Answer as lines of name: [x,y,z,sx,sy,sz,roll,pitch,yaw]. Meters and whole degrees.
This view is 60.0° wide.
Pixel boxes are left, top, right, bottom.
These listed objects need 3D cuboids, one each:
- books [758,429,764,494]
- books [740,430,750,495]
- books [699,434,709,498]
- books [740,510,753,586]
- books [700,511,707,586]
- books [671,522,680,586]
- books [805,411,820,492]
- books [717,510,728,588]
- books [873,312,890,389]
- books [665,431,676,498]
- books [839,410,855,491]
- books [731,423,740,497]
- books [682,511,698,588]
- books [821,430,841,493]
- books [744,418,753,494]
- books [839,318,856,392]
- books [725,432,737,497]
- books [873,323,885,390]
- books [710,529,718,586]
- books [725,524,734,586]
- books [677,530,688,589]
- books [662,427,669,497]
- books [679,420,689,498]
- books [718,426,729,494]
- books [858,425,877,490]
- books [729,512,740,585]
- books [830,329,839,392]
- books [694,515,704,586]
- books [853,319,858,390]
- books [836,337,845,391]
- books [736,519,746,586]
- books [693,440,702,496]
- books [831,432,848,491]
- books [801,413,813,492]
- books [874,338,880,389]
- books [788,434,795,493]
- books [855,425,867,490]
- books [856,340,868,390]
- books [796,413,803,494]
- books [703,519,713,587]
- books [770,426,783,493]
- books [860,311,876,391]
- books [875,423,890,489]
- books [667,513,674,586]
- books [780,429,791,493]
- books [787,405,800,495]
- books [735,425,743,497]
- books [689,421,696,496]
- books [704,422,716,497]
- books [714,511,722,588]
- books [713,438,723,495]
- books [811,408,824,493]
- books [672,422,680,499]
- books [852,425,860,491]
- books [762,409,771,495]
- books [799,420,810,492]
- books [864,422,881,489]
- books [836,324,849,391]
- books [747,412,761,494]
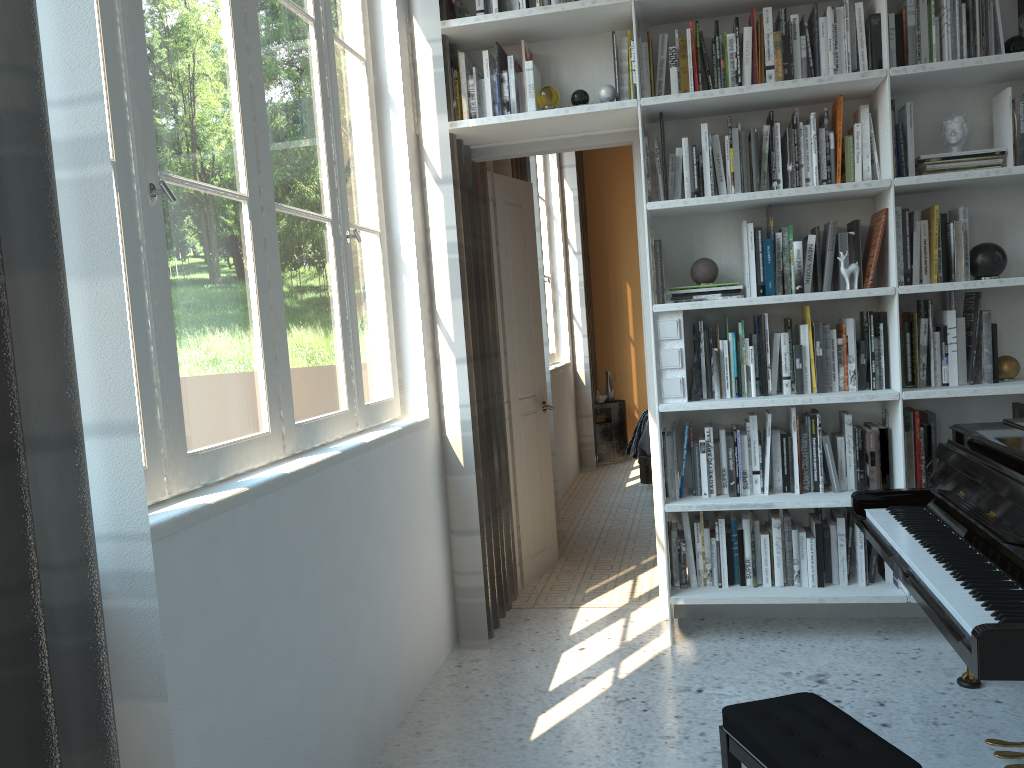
books: [0.953,0.294,3.414,0.012,0.233,0.148,-3,4,12]
books: [0.892,0.300,3.412,0.028,0.229,0.157,-3,4,12]
books: [0.742,0.314,3.435,0.022,0.221,0.187,-3,4,12]
books: [0.912,0.635,3.449,0.027,0.257,0.160,-3,4,12]
books: [0.749,0.614,3.476,0.011,0.319,0.157,-3,4,12]
books: [0.649,0.670,3.509,0.023,0.216,0.158,-3,4,12]
books: [1.140,0.255,3.365,0.022,0.291,0.137,-3,4,12]
books: [0.820,0.637,3.452,0.023,0.266,0.177,-3,4,12]
books: [1.372,-0.128,3.295,0.024,0.280,0.135,-3,4,12]
books: [0.623,0.311,3.467,0.029,0.239,0.154,-3,4,12]
books: [1.263,0.248,3.346,0.025,0.288,0.130,-3,4,12]
books: [0.860,0.289,3.409,0.013,0.257,0.189,-3,4,12]
books: [0.698,0.629,3.484,0.044,0.294,0.181,-3,4,12]
books: [1.194,0.289,3.354,0.059,0.216,0.177,-3,4,12]
books: [0.914,0.276,3.425,0.013,0.274,0.145,-3,4,12]
books: [1.246,-0.111,3.294,0.021,0.266,0.185,-3,4,12]
books: [0.840,0.307,3.412,0.028,0.223,0.188,-3,4,12]
books: [1.352,-0.105,3.279,0.010,0.240,0.174,-3,4,12]
books: [0.791,0.677,3.475,0.022,0.186,0.145,-3,4,12]
books: [0.847,0.664,3.465,0.022,0.206,0.158,-3,4,12]
books: [0.670,0.684,3.479,0.029,0.190,0.176,-3,4,12]
books: [0.605,0.304,3.485,0.012,0.254,0.160,-3,4,12]
books: [0.670,0.287,3.448,0.052,0.284,0.172,-3,4,12]
books: [0.822,0.294,3.449,0.022,0.248,0.133,-3,4,12]
books: [1.323,0.277,3.302,0.023,0.228,0.190,-3,4,12]
books: [0.868,0.639,3.463,0.022,0.252,0.139,-3,4,12]
books: [1.195,-0.091,3.325,0.025,0.229,0.153,-3,4,12]
books: [0.735,0.650,3.485,0.024,0.247,0.142,-3,4,12]
books: [1.266,-0.111,3.309,0.013,0.260,0.142,-3,4,12]
books: [1.221,-0.075,3.324,0.023,0.194,0.139,-3,4,12]
books: [0.888,0.654,3.449,0.022,0.221,0.163,-3,4,12]
books: [0.724,0.325,3.462,0.024,0.198,0.148,-3,4,12]
books: [1.241,0.291,3.364,0.030,0.203,0.141,-3,4,12]
books: [1.125,0.258,3.381,0.013,0.284,0.138,-3,4,12]
books: [1.343,-0.080,3.309,0.023,0.187,0.130,-3,4,12]
books: [1.060,0.300,3.389,0.013,0.209,0.154,-3,4,12]
books: [1.305,0.276,3.349,0.030,0.227,0.140,-3,4,12]
books: [1.295,-0.073,3.306,0.041,0.181,0.141,-3,4,12]
books: [1.080,0.256,3.368,0.012,0.295,0.176,-3,4,12]
books: [0.767,0.659,3.471,0.022,0.226,0.154,-3,4,12]
books: [1.011,0.288,3.402,0.031,0.239,0.132,-3,4,12]
books: [1.315,-0.125,3.278,0.014,0.286,0.179,-3,4,12]
books: [1.379,0.270,3.318,0.030,0.231,0.151,-3,4,12]
books: [0.630,0.652,3.511,0.012,0.254,0.160,-3,4,12]
books: [1.040,0.293,3.393,0.028,0.225,0.134,-3,4,12]
books: [1.065,0.243,3.362,0.014,0.325,0.170,-3,4,12]
books: [0.870,0.291,3.402,0.010,0.253,0.177,-3,4,12]
books: [0.705,0.288,3.462,0.010,0.274,0.150,-3,4,12]
books: [0.767,0.289,3.434,0.029,0.266,0.171,-3,4,12]
books: [0.801,0.640,3.450,0.013,0.262,0.174,-3,4,12]
books: [0.800,0.319,3.452,0.025,0.200,0.136,-3,4,12]
books: [1.156,0.249,3.356,0.013,0.301,0.172,-3,4,12]
books: [0.638,0.293,3.446,0.011,0.277,0.189,-3,4,12]
books: [1.277,0.273,3.319,0.011,0.240,0.174,-3,4,12]
books: [0.971,0.257,3.386,0.039,0.307,0.172,-3,4,12]
books: [1.105,0.274,3.383,0.029,0.255,0.152,-3,4,12]
books: [1.353,0.269,3.332,0.026,0.236,0.140,-3,4,12]
books: [1.235,-0.102,3.314,0.010,0.246,0.160,-3,4,12]
books: [0.931,0.262,3.413,0.027,0.300,0.142,-3,4,12]
